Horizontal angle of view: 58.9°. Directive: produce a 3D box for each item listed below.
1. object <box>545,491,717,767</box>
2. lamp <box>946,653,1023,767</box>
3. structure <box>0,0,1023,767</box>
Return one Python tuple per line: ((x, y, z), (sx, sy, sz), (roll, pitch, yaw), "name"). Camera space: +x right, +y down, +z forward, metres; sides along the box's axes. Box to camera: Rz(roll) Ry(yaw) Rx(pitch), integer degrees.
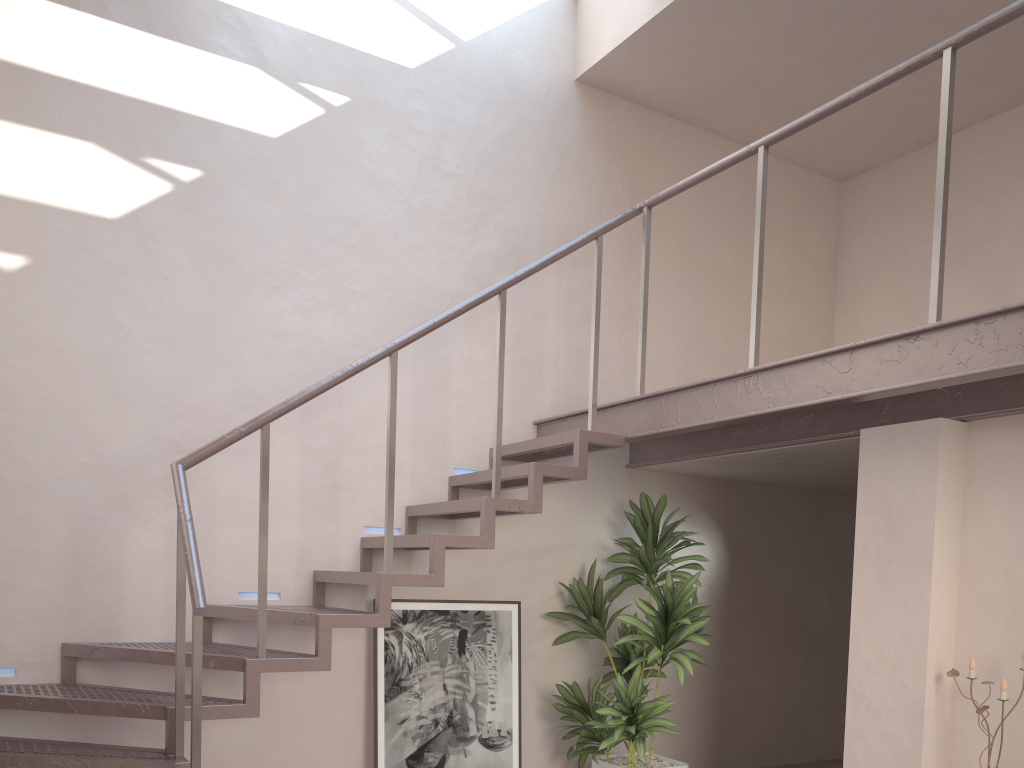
((0.725, 1.522, 5.198), (0.976, 1.870, 1.071), (2, -1, -13), "object")
((1.867, 1.587, 3.597), (0.235, 1.129, 0.336), (2, 2, 3), "lamp")
((0.873, 0.114, 1.775), (3.880, 3.191, 7.112), (5, -10, -30), "structure")
